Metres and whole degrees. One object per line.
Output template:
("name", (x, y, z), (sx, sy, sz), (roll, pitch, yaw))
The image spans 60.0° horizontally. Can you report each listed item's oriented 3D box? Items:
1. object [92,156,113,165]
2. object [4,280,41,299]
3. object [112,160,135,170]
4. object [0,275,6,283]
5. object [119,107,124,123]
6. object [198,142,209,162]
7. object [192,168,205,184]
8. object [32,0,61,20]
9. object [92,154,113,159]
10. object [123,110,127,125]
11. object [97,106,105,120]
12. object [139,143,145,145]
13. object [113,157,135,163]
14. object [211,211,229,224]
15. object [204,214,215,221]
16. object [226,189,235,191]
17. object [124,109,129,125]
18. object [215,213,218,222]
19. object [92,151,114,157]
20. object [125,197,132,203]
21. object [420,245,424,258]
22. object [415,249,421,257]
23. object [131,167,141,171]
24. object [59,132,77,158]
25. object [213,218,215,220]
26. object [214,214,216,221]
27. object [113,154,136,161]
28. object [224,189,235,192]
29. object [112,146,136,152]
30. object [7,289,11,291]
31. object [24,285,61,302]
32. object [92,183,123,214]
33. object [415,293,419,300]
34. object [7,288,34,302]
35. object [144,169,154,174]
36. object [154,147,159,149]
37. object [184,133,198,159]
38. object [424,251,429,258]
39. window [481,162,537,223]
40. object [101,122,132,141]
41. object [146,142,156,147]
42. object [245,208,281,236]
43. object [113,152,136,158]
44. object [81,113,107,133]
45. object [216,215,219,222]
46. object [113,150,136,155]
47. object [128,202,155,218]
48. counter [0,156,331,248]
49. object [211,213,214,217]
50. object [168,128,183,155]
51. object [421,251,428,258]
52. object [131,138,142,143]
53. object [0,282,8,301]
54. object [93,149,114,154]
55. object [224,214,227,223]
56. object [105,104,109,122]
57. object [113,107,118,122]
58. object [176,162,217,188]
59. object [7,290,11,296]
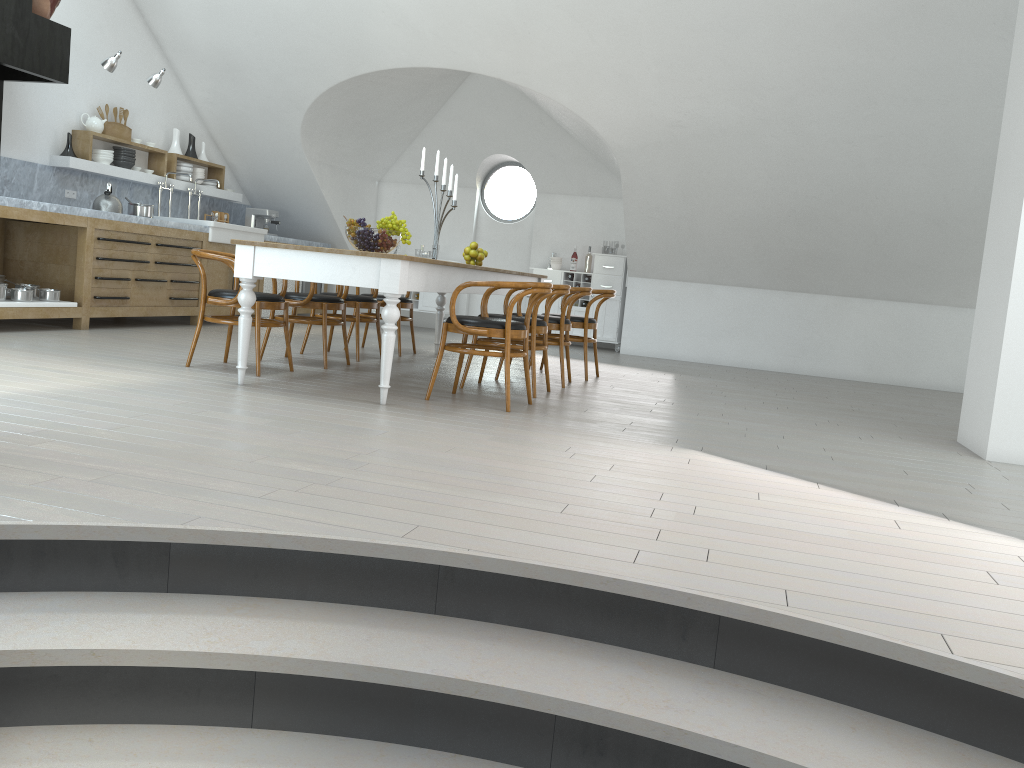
("object", (-3.808, -2.070, 8.243), (0.181, 0.063, 0.181), (10, 8, 37))
("object", (-3.848, -0.740, 6.988), (0.309, 0.133, 0.182), (11, 8, 39))
("object", (-3.734, -2.098, 8.516), (0.205, 0.072, 0.206), (6, 6, 2))
("object", (-4.246, -0.808, 6.978), (0.455, 0.197, 0.269), (0, 8, -41))
("object", (-3.734, -2.482, 8.446), (0.019, 0.298, 0.057), (7, 5, 14))
("object", (-3.392, -2.547, 9.734), (0.156, 0.218, 0.156), (5, 5, -4))
("object", (-3.408, -2.255, 9.609), (0.154, 0.159, 0.158), (11, 8, 42))
("object", (-3.657, -2.901, 6.796), (0.367, 0.236, 0.348), (9, 7, 32))
("object", (-3.806, -2.092, 8.241), (0.181, 0.065, 0.182), (1, 8, -38))
("object", (-3.727, -2.493, 8.549), (0.030, 0.293, 0.057), (7, 5, 14))
("object", (-3.802, -2.451, 8.269), (0.016, 0.258, 0.199), (8, 6, 25))
("object", (-3.682, -2.350, 8.690), (0.164, 0.012, 0.164), (10, 8, 32))
("object", (-3.731, -2.124, 8.513), (0.205, 0.086, 0.206), (1, 8, -38))
("object", (-3.328, -1.852, 10.111), (0.104, 0.222, 0.200), (7, 6, 15))
("object", (-3.378, -1.807, 9.896), (0.100, 0.171, 0.173), (7, 6, 16))
("object", (-3.296, -2.228, 10.198), (0.213, 0.025, 0.214), (6, 7, 2))
("object", (-3.720, -2.487, 8.508), (0.039, 0.297, 0.068), (7, 5, 14))
("object", (-3.315, -1.822, 9.929), (0.040, 0.192, 0.042), (2, 6, -39))
("object", (-3.803, -2.115, 8.241), (0.181, 0.069, 0.181), (10, 7, 32))
("object", (-3.433, -1.611, 8.074), (0.236, 0.166, 0.051), (7, 5, 10))
("object", (-1.145, -1.686, 11.282), (0.048, 0.169, 0.048), (6, 5, 2))
("object", (-1.194, -1.651, 11.217), (0.082, 0.105, 0.082), (8, 6, 28))
("object", (-3.701, -2.109, 8.726), (0.098, 0.048, 0.099), (7, 6, 12))
("object", (-3.923, -2.116, 7.854), (0.156, 0.218, 0.156), (5, 5, -4))
("object", (-3.334, -1.809, 9.908), (0.019, 0.178, 0.044), (4, 5, -20))
("object", (-3.334, -1.821, 9.933), (0.023, 0.195, 0.018), (6, 5, 9))
("object", (-3.722, -2.151, 8.512), (0.205, 0.086, 0.206), (2, 7, -33))
("object", (-3.297, -2.219, 10.199), (0.213, 0.025, 0.214), (6, 7, 2))
("object", (-3.725, -2.227, 8.510), (0.205, 0.080, 0.206), (8, 7, 17))
("object", (-3.816, -0.705, 6.736), (0.041, 0.045, 0.248), (7, 7, 13))
("object", (-3.632, -0.699, 6.883), (0.261, 0.112, 0.154), (7, 6, 14))
("object", (-3.495, -1.611, 7.676), (0.246, 0.267, 0.246), (8, 6, 24))
("object", (-1.173, -1.112, 11.277), (0.082, 0.082, 0.317), (7, 7, 14))
("object", (-3.690, -0.670, 6.586), (0.261, 0.112, 0.154), (6, 6, 4))
("object", (-3.652, -2.126, 8.911), (0.098, 0.048, 0.099), (7, 6, 12))
("object", (-3.626, -2.369, 8.897), (0.164, 0.012, 0.164), (10, 8, 32))
("object", (-3.438, -2.551, 9.513), (0.156, 0.267, 0.156), (7, 6, 19))
("object", (-1.082, -1.646, 11.320), (0.094, 0.093, 0.094), (6, 6, 2))
("window", (-0.015, -2.505, 11.630), (0.900, 0.897, 0.060), (7, 5, 15))
("object", (-3.760, -2.402, 8.422), (0.084, 0.157, 0.354), (7, 6, 14))
("object", (-3.624, -2.392, 8.895), (0.098, 0.048, 0.099), (7, 6, 12))
("object", (-2.901, -1.895, 10.469), (0.387, 0.319, 0.325), (7, 6, 14))
("object", (-3.726, -2.174, 8.512), (0.205, 0.072, 0.206), (6, 6, 2))
("object", (-3.832, -2.379, 8.121), (0.174, 0.168, 0.168), (5, 6, -2))
("object", (-3.320, -1.812, 9.943), (0.044, 0.178, 0.020), (6, 5, -1))
("object", (-3.726, -2.199, 8.514), (0.206, 0.083, 0.205), (11, 8, 42))
("object", (-3.383, -1.588, 8.145), (0.232, 0.170, 0.395), (5, 6, -6))
("counter", (-3.511, -1.779, 8.137), (0.962, 0.618, 6.588), (7, 7, 14))
("object", (-3.362, -1.828, 9.941), (0.040, 0.192, 0.042), (2, 6, -38))
("object", (-3.510, -2.529, 9.260), (0.156, 0.267, 0.156), (6, 5, 3))
("object", (-1.110, -1.634, 11.233), (0.077, 0.085, 0.077), (6, 6, 2))
("object", (-3.679, -2.373, 8.688), (0.098, 0.048, 0.099), (7, 6, 12))
("object", (-3.847, -0.686, 6.410), (0.378, 0.163, 0.223), (6, 6, 4))
("object", (-3.800, -2.144, 8.240), (0.180, 0.076, 0.181), (1, 8, -38))
("object", (-3.282, -1.843, 10.135), (0.040, 0.192, 0.042), (3, 5, -25))
("object", (-3.793, -2.472, 8.303), (0.027, 0.298, 0.055), (7, 5, 14))
("object", (-3.762, -2.482, 8.418), (0.040, 0.298, 0.061), (7, 5, 12))
("object", (-3.432, -2.255, 9.614), (0.198, 0.195, 0.658), (7, 7, 14))
("object", (-3.934, -0.708, 6.693), (0.508, 0.052, 0.264), (5, 7, -9))
